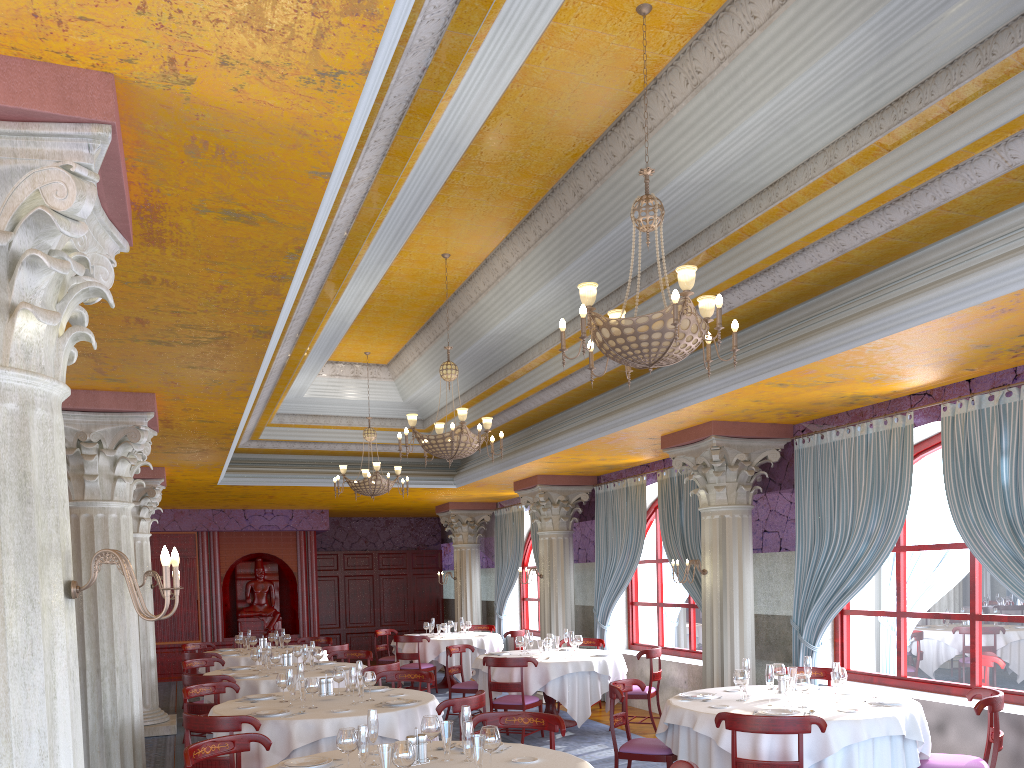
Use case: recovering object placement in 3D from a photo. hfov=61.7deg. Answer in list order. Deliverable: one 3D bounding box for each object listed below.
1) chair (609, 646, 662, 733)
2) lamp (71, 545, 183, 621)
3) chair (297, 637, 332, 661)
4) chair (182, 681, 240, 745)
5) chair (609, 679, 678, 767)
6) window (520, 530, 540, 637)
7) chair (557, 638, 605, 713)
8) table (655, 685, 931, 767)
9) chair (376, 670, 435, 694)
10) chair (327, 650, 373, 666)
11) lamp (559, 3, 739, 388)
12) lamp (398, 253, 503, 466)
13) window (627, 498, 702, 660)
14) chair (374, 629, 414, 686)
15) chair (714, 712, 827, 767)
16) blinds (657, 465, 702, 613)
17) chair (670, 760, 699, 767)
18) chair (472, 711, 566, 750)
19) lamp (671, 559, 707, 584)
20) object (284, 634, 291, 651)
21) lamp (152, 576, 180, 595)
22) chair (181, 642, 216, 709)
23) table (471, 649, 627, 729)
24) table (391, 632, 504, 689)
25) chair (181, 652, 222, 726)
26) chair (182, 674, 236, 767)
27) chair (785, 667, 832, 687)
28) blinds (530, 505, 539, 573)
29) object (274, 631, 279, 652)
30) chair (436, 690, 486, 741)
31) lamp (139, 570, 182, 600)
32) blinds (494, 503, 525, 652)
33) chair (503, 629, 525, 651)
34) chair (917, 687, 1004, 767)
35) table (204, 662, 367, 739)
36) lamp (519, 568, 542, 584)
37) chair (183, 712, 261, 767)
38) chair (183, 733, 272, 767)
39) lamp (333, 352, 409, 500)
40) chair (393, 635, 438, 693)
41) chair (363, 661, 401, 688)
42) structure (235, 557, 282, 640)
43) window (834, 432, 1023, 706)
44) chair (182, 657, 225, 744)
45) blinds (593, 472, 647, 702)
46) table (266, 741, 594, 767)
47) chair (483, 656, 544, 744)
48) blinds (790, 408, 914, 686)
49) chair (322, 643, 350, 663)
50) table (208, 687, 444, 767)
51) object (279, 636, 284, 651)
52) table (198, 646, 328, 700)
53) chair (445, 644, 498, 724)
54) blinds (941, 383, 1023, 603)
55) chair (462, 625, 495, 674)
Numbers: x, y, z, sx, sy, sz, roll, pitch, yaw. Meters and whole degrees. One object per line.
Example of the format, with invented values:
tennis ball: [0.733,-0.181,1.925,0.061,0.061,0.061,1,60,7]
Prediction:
chair: [1.645,3.999,11.241,0.648,1.091,0.751,-2,-3,24]
lamp: [-1.412,0.739,3.158,0.382,0.273,0.345,4,-8,-34]
chair: [-3.470,4.941,14.825,0.751,1.092,0.647,-3,-2,24]
chair: [-2.781,3.444,8.256,0.648,1.091,0.751,-2,-3,24]
chair: [1.196,3.194,7.609,0.648,1.091,0.751,-2,-3,24]
window: [0.881,3.743,16.853,0.159,2.535,3.630,-2,-7,-22]
chair: [1.019,4.379,12.855,0.751,1.092,0.647,-3,-2,24]
table: [2.314,3.106,7.118,2.079,0.950,2.134,2,-11,-20]
chair: [-1.166,3.542,8.880,0.751,1.092,0.647,-3,-2,24]
chair: [-2.271,4.213,11.732,0.751,1.092,0.647,-3,-2,24]
lamp: [0.796,-1.143,5.046,0.962,2.180,0.956,-2,0,24]
lamp: [-0.650,-0.266,8.777,0.962,2.180,0.956,-2,0,24]
window: [2.600,2.700,12.417,0.159,2.535,3.630,-2,-7,-22]
chair: [-2.324,5.331,16.692,0.648,1.091,0.751,-2,-3,24]
chair: [1.821,2.814,5.995,0.751,1.092,0.647,-3,-2,24]
blinds: [2.368,2.771,11.283,0.243,3.525,1.712,-3,0,-23]
chair: [0.619,2.458,4.273,0.648,1.091,0.751,-2,-3,24]
chair: [-0.006,2.838,5.887,0.751,1.092,0.647,-3,-2,24]
lamp: [2.000,2.120,9.692,0.382,0.273,0.345,4,-8,-34]
object: [-3.583,4.119,13.649,0.122,0.264,0.123,-1,0,-30]
lamp: [-4.858,2.831,12.050,0.382,0.273,0.345,4,-8,-34]
chair: [-5.085,4.843,14.202,0.648,1.091,0.751,-2,-3,24]
table: [0.523,4.193,11.740,2.079,0.950,2.134,2,-11,-20]
table: [-1.206,5.242,16.201,2.079,0.950,2.134,2,-11,-20]
chair: [-4.459,4.463,12.587,0.751,1.092,0.647,-3,-2,24]
chair: [-3.260,3.735,9.494,0.751,1.092,0.647,-3,-2,24]
chair: [2.810,3.292,8.232,0.751,1.092,0.647,-3,-2,24]
blinds: [0.671,3.802,15.662,0.243,3.525,1.712,-3,0,-23]
object: [-3.691,4.036,13.428,0.074,0.336,0.073,-1,2,15]
chair: [-0.540,3.162,7.265,0.648,1.091,0.751,-2,-3,24]
lamp: [-3.133,1.783,7.599,0.382,0.273,0.345,4,-8,-34]
blinds: [-0.054,4.242,17.535,0.244,3.525,1.712,-2,0,-20]
chair: [-0.083,5.049,15.701,0.648,1.091,0.751,-2,-3,24]
chair: [3.436,2.912,6.618,0.648,1.091,0.751,-2,-3,24]
table: [-2.768,4.027,10.618,2.079,0.950,2.134,2,-11,-20]
lamp: [0.292,3.157,14.100,0.382,0.273,0.345,4,-8,-34]
chair: [-2.155,3.064,6.642,0.751,1.092,0.647,-3,-2,24]
chair: [-1.621,2.740,5.264,0.648,1.091,0.751,-2,-3,24]
lamp: [-2.072,0.598,12.447,0.962,2.180,0.956,-2,0,24]
chair: [-1.698,4.951,15.077,0.751,1.092,0.647,-3,-2,24]
chair: [-1.646,3.833,10.118,0.648,1.091,0.751,-2,-3,24]
structure: [-5.636,4.766,19.040,0.962,1.850,0.642,-1,1,-21]
window: [4.320,1.655,7.978,0.159,2.535,3.630,-2,-7,-22]
chair: [-3.886,4.115,11.109,0.648,1.091,0.751,-2,-3,24]
blinds: [1.643,3.212,13.155,0.244,3.525,1.712,-2,0,-20]
table: [-0.503,2.652,4.773,2.079,0.950,2.134,2,-11,-20]
chair: [0.030,3.901,10.617,0.751,1.092,0.647,-3,-2,24]
blinds: [3.379,2.158,8.674,0.244,3.525,1.712,-2,0,-20]
chair: [-2.844,4.561,13.211,0.648,1.091,0.751,-2,-3,24]
table: [-1.663,3.356,7.765,2.079,0.950,2.134,2,-11,-20]
object: [-3.645,4.112,13.551,0.086,0.238,0.085,-1,1,4]
table: [-3.967,4.755,13.711,2.079,0.950,2.134,2,-11,-20]
chair: [-0.595,4.281,12.232,0.648,1.091,0.751,-2,-3,24]
blinds: [4.105,1.717,6.801,0.243,3.525,1.712,-3,0,-23]
chair: [-0.709,5.428,17.315,0.751,1.092,0.647,-3,-2,24]
